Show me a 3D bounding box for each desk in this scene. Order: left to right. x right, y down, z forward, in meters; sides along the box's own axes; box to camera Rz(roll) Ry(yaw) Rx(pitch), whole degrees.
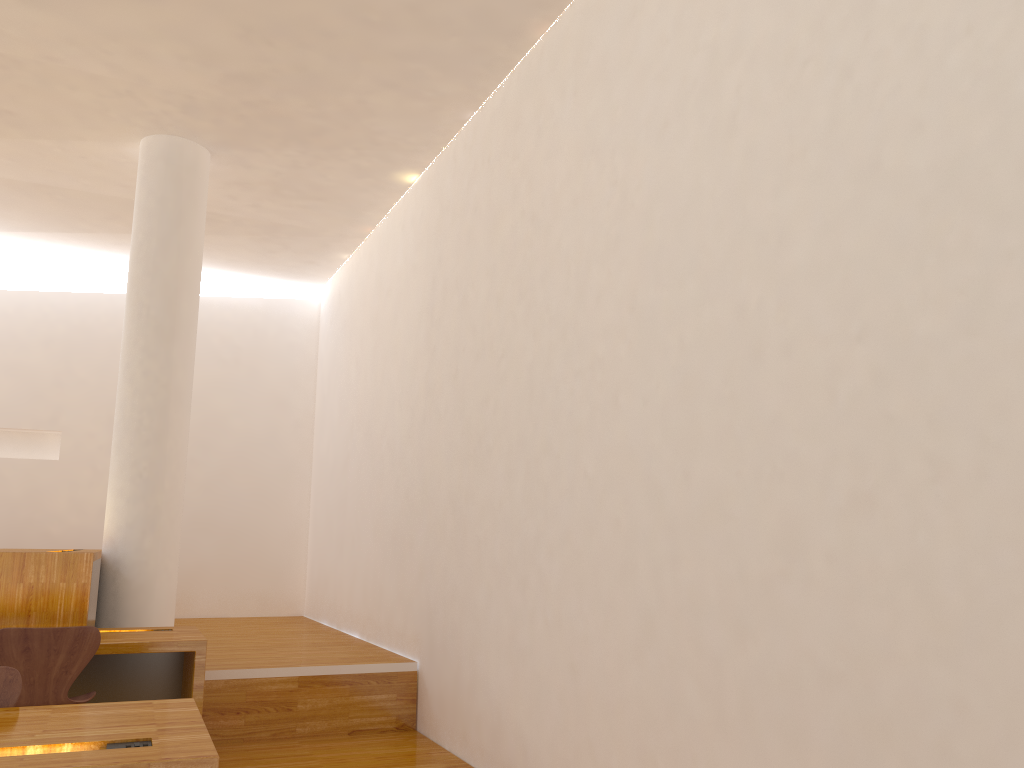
[{"bbox_3d":[-2.132,1.094,1.200,3.236,0.918,1.285,5,-11,-23],"label":"desk"},{"bbox_3d":[-2.997,1.391,3.698,3.185,0.606,0.760,5,-11,-23],"label":"desk"},{"bbox_3d":[-3.146,1.401,5.834,0.760,0.606,3.185,5,-11,-23],"label":"desk"}]

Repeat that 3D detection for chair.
[{"bbox_3d":[-1.450,1.068,2.135,0.428,0.693,0.381,5,-11,-23],"label":"chair"},{"bbox_3d":[-1.939,1.348,3.669,0.428,0.693,0.381,5,-11,-23],"label":"chair"}]
